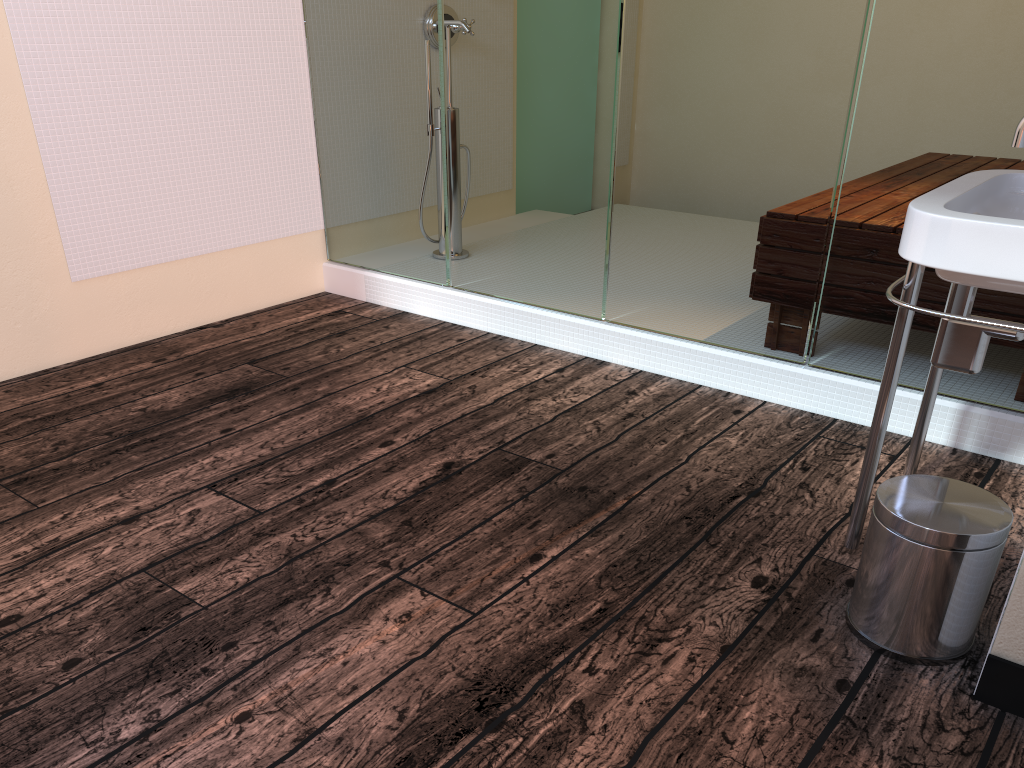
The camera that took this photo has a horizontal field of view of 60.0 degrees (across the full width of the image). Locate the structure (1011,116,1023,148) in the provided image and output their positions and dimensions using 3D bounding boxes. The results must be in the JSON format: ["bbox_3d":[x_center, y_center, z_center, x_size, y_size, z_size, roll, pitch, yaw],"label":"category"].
[{"bbox_3d":[0.966,-0.488,1.460,0.235,0.124,0.295,18,30,34],"label":"structure"}]

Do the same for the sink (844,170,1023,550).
[{"bbox_3d":[0.936,-0.013,1.742,0.344,0.797,0.674,19,31,34],"label":"sink"}]

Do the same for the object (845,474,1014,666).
[{"bbox_3d":[0.742,0.367,1.592,0.223,0.311,0.219,1,25,2],"label":"object"}]
